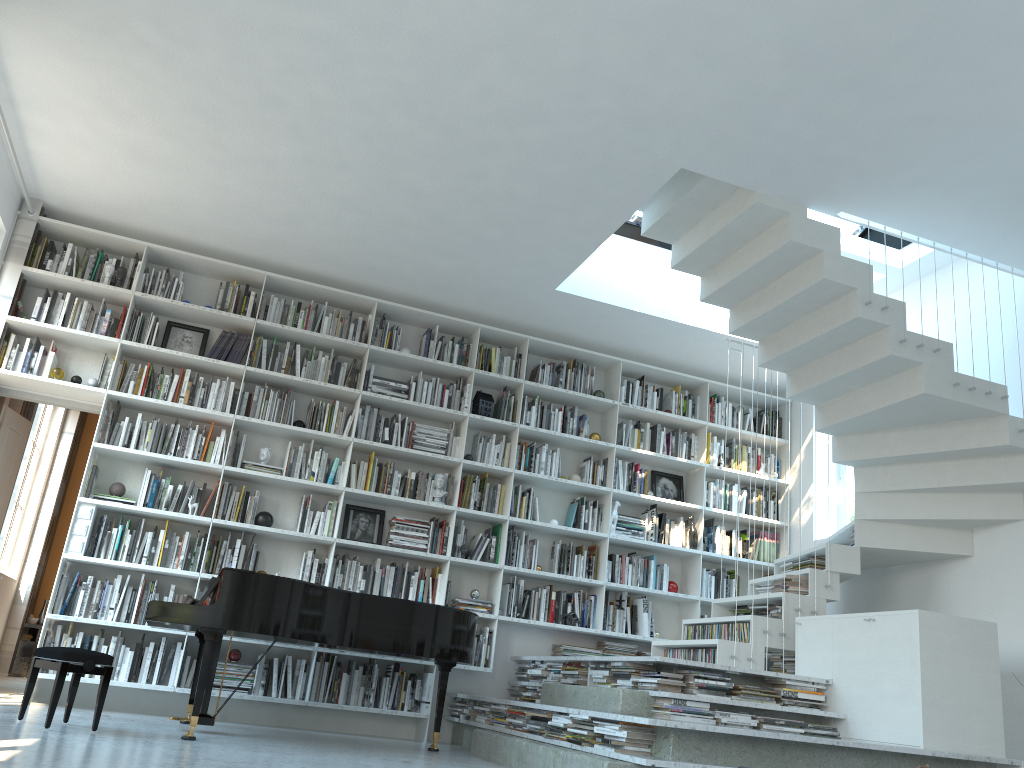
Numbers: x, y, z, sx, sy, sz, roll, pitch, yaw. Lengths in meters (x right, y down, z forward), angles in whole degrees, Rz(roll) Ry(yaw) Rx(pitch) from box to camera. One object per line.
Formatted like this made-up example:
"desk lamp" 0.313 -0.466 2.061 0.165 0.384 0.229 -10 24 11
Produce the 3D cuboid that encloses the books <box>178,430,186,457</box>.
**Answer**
"books" -2.322 0.449 6.230 0.013 0.227 0.152 13 -20 -17

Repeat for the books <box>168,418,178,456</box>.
"books" -2.379 0.398 6.214 0.013 0.298 0.152 13 -20 -17

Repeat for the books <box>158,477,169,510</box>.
"books" -2.398 0.776 6.108 0.022 0.248 0.129 13 -20 -17

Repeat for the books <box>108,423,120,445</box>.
"books" -2.725 0.373 6.079 0.037 0.181 0.189 13 -20 -17

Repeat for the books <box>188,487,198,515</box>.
"books" -2.211 0.831 6.141 0.030 0.207 0.173 13 -20 -17

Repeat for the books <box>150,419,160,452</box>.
"books" -2.492 0.390 6.183 0.011 0.270 0.158 13 -20 -17

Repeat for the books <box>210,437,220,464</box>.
"books" -2.114 0.497 6.294 0.031 0.222 0.145 13 -20 -17

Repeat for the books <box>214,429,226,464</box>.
"books" -2.085 0.476 6.317 0.027 0.285 0.148 13 -20 -17

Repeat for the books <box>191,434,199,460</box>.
"books" -2.240 0.472 6.255 0.012 0.216 0.160 13 -20 -17

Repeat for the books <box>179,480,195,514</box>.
"books" -2.253 0.801 6.142 0.060 0.254 0.159 13 -20 -17

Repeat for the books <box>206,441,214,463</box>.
"books" -2.144 0.510 6.278 0.030 0.182 0.152 13 -20 -17

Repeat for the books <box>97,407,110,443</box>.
"books" -2.807 0.313 6.090 0.012 0.284 0.160 13 -20 -17

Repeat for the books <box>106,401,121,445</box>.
"books" -2.737 0.295 6.090 0.012 0.332 0.185 13 -20 -17

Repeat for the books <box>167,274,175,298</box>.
"books" -2.504 -0.665 6.489 0.013 0.252 0.129 13 -20 -17

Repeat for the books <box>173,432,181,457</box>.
"books" -2.352 0.454 6.220 0.021 0.204 0.130 13 -20 -17

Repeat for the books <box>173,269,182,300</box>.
"books" -2.462 -0.678 6.513 0.007 0.300 0.146 13 -20 -17

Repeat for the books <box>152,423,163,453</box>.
"books" -2.472 0.404 6.168 0.024 0.236 0.167 13 -20 -17

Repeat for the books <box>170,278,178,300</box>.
"books" -2.473 -0.645 6.477 0.021 0.213 0.174 13 -20 -17

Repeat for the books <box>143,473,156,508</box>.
"books" -2.487 0.751 6.077 0.031 0.254 0.143 13 -20 -17

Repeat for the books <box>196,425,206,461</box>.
"books" -2.208 0.446 6.285 0.015 0.291 0.144 13 -20 -17

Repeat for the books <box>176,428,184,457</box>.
"books" -2.330 0.442 6.216 0.013 0.228 0.177 13 -20 -17

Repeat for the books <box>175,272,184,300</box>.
"books" -2.457 -0.668 6.526 0.015 0.292 0.131 13 -20 -17

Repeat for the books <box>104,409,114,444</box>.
"books" -2.760 0.324 6.076 0.027 0.265 0.176 13 -20 -17

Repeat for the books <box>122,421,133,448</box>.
"books" -2.646 0.378 6.099 0.028 0.203 0.188 13 -20 -17

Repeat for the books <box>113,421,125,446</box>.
"books" -2.708 0.371 6.106 0.042 0.208 0.144 13 -20 -17

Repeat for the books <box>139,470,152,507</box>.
"books" -2.510 0.735 6.065 0.024 0.272 0.151 13 -20 -17

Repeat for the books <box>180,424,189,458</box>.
"books" -2.307 0.429 6.236 0.012 0.271 0.146 13 -20 -17

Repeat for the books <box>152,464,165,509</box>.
"books" -2.438 0.725 6.108 0.011 0.334 0.154 13 -20 -17

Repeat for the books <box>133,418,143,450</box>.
"books" -2.588 0.375 6.136 0.011 0.245 0.176 13 -20 -17

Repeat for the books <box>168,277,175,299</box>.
"books" -2.491 -0.650 6.479 0.013 0.219 0.181 13 -20 -17

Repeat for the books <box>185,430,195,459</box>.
"books" -2.276 0.457 6.262 0.028 0.241 0.132 13 -20 -17

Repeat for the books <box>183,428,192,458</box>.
"books" -2.291 0.446 6.249 0.011 0.251 0.139 13 -20 -17

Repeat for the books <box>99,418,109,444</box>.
"books" -2.791 0.350 6.075 0.026 0.208 0.155 13 -20 -17

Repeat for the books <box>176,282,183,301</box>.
"books" -2.443 -0.627 6.500 0.014 0.201 0.171 13 -20 -17

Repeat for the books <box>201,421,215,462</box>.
"books" -2.165 0.435 6.289 0.035 0.324 0.170 13 -20 -17

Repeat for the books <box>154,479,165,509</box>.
"books" -2.426 0.780 6.103 0.031 0.230 0.148 13 -20 -17

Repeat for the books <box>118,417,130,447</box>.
"books" -2.671 0.361 6.105 0.022 0.234 0.177 13 -20 -17

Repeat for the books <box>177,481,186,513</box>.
"books" -2.293 0.804 6.142 0.013 0.241 0.141 13 -20 -17

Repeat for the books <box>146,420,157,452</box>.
"books" -2.502 0.392 6.158 0.021 0.246 0.189 13 -20 -17

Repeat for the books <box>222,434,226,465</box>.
"books" -2.057 0.496 6.322 0.036 0.256 0.123 13 -20 -17

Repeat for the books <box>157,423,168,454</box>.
"books" -2.443 0.411 6.186 0.023 0.241 0.185 13 -20 -17

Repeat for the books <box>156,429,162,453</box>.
"books" -2.467 0.431 6.191 0.010 0.203 0.139 13 -20 -17

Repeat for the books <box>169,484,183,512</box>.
"books" -2.327 0.810 6.128 0.056 0.213 0.143 13 -20 -17

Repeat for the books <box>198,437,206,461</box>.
"books" -2.194 0.487 6.261 0.013 0.202 0.162 13 -20 -17

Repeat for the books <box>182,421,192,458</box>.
"books" -2.300 0.421 6.259 0.011 0.303 0.130 13 -20 -17

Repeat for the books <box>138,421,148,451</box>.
"books" -2.569 0.390 6.166 0.049 0.242 0.139 13 -20 -17

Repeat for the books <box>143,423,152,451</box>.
"books" -2.533 0.397 6.156 0.014 0.229 0.148 13 -20 -17

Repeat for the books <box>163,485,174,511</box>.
"books" -2.357 0.803 6.081 0.029 0.189 0.189 13 -20 -17

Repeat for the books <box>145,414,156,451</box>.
"books" -2.517 0.370 6.168 0.011 0.292 0.184 13 -20 -17

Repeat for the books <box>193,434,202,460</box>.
"books" -2.226 0.475 6.264 0.021 0.220 0.149 13 -20 -17

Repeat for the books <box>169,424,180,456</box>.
"books" -2.369 0.425 6.221 0.021 0.255 0.156 13 -20 -17

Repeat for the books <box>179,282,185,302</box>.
"books" -2.433 -0.626 6.514 0.013 0.209 0.137 13 -20 -17

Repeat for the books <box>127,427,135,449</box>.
"books" -2.639 0.403 6.143 0.021 0.187 0.129 13 -20 -17

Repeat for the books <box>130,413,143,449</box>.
"books" -2.605 0.358 6.145 0.023 0.280 0.174 13 -20 -17

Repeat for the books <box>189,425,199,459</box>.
"books" -2.245 0.439 6.247 0.015 0.274 0.157 13 -20 -17

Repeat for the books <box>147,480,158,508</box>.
"books" -2.452 0.772 6.052 0.029 0.207 0.190 13 -20 -17

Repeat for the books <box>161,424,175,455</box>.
"books" -2.415 0.417 6.214 0.048 0.255 0.142 13 -20 -17

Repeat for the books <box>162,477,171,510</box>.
"books" -2.376 0.774 6.096 0.011 0.249 0.172 13 -20 -17

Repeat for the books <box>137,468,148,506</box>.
"books" -2.526 0.726 6.062 0.012 0.284 0.160 13 -20 -17
